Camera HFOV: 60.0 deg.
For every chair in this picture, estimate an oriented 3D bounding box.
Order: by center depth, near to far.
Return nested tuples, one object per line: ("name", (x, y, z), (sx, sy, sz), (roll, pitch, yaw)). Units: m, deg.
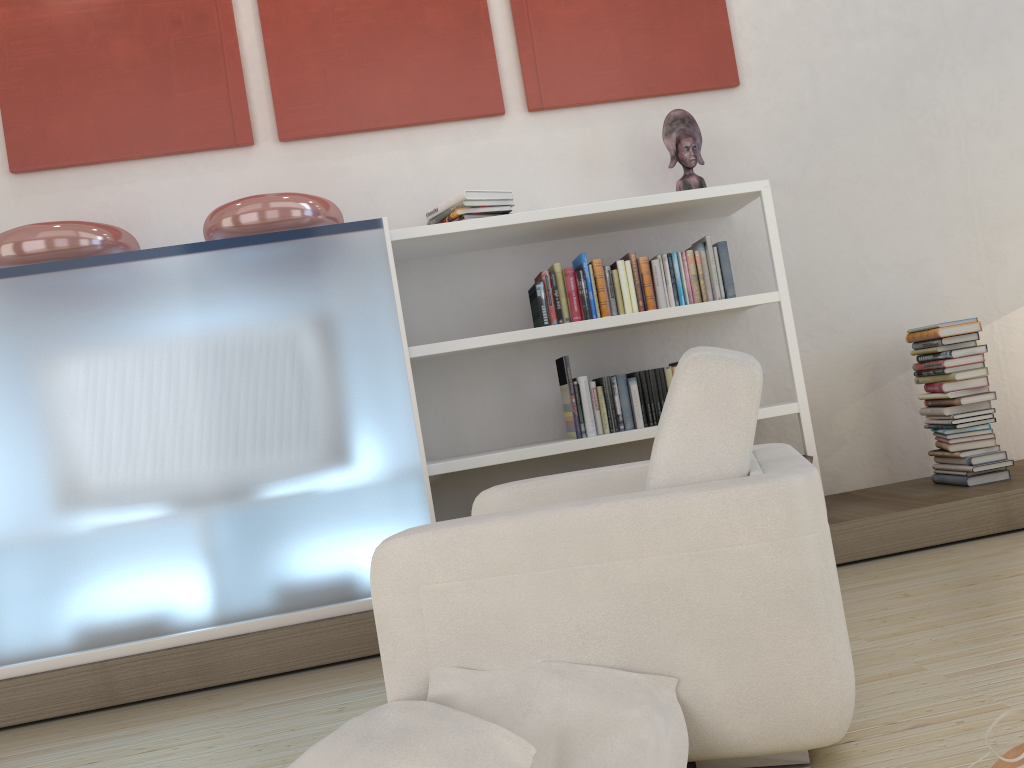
("chair", (0.247, 0.365, 2.160), (0.941, 0.828, 0.919), (-10, -2, 13))

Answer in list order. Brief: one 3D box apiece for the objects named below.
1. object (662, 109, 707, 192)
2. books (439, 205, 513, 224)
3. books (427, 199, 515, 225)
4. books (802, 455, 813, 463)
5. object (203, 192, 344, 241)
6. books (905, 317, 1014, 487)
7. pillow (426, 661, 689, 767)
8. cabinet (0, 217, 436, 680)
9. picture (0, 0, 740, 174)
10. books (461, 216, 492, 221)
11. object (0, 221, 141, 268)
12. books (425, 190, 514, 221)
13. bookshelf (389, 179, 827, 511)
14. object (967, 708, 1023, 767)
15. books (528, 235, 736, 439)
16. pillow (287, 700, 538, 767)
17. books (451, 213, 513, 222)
("object", (0.755, -1.000, 3.855), (0.133, 0.409, 0.138), (-11, -2, 39))
("books", (-0.166, -0.694, 3.725), (0.247, 0.025, 0.287), (-9, -2, -23))
("books", (-0.178, -0.720, 3.744), (0.247, 0.027, 0.328), (-8, -2, -32))
("books", (0.676, 0.490, 3.678), (1.125, 0.281, 0.274), (-9, -2, 0))
("object", (-0.944, -0.627, 3.533), (0.534, 0.206, 0.546), (-10, -2, 29))
("books", (1.944, 0.077, 3.848), (0.270, 0.694, 0.329), (-9, -2, -7))
("pillow", (0.002, 0.693, 1.620), (0.615, 0.315, 0.312), (-10, -2, 20))
("cabinet", (-1.204, 0.224, 3.458), (1.670, 1.396, 0.689), (-9, -2, -7))
("picture", (-0.587, -1.529, 3.940), (3.227, 0.794, 0.030), (-9, -2, -7))
("books", (-0.167, -0.654, 3.742), (0.247, 0.018, 0.328), (-8, -2, -32))
("object", (-1.732, -0.501, 3.434), (0.546, 0.206, 0.534), (-9, -2, -20))
("books", (-0.183, -0.752, 3.745), (0.247, 0.038, 0.319), (-8, -2, -36))
("bookshelf", (0.366, -0.023, 3.773), (1.599, 1.396, 0.465), (-9, -2, -7))
("object", (0.776, 0.635, 1.479), (0.265, 0.149, 0.089), (-9, -2, 6))
("books", (0.533, -0.195, 3.714), (0.831, 0.743, 0.215), (-9, -2, -7))
("pillow", (-0.277, 0.773, 1.662), (0.299, 0.287, 0.712), (-8, -3, -45))
("books", (-0.173, -0.671, 3.747), (0.247, 0.018, 0.287), (-8, -2, -34))
